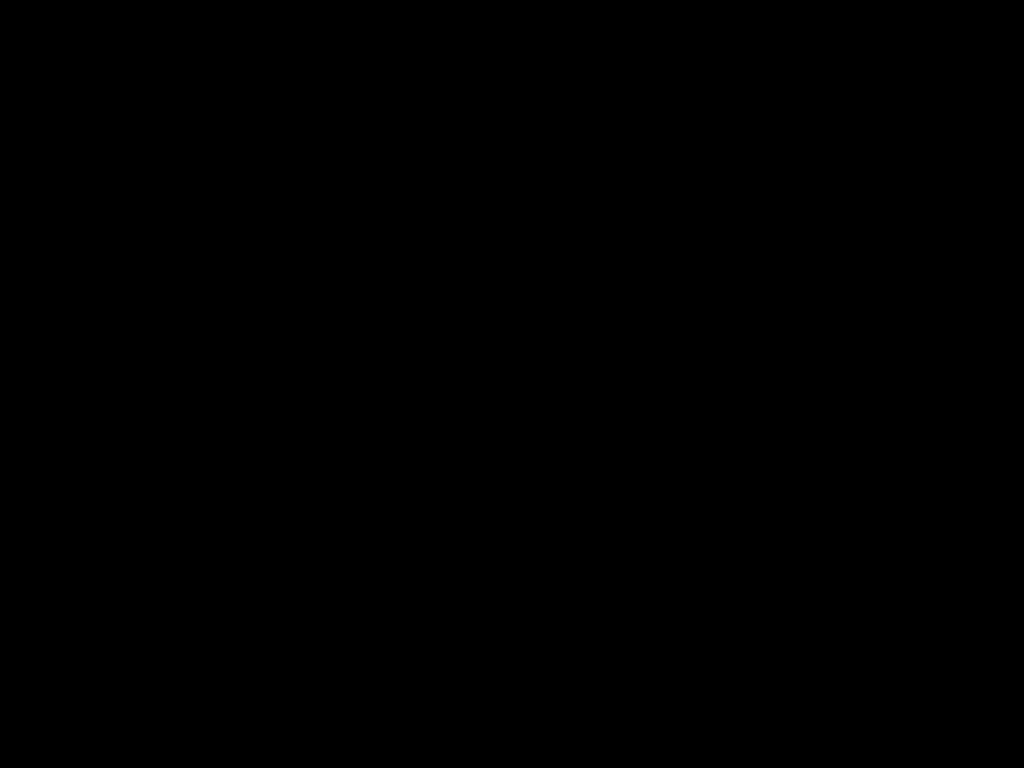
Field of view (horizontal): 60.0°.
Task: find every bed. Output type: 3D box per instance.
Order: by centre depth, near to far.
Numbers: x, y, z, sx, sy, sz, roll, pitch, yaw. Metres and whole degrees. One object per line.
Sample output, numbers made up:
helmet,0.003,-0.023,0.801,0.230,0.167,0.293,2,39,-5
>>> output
bed,0.412,-0.393,0.584,3.009,0.994,2.087,-7,-1,36

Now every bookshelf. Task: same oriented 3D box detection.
bookshelf,-1.015,0.131,1.652,0.643,0.303,1.495,-7,-1,36

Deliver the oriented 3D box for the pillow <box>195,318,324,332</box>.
pillow,-0.660,-0.176,1.766,0.470,0.241,0.498,-7,0,1
